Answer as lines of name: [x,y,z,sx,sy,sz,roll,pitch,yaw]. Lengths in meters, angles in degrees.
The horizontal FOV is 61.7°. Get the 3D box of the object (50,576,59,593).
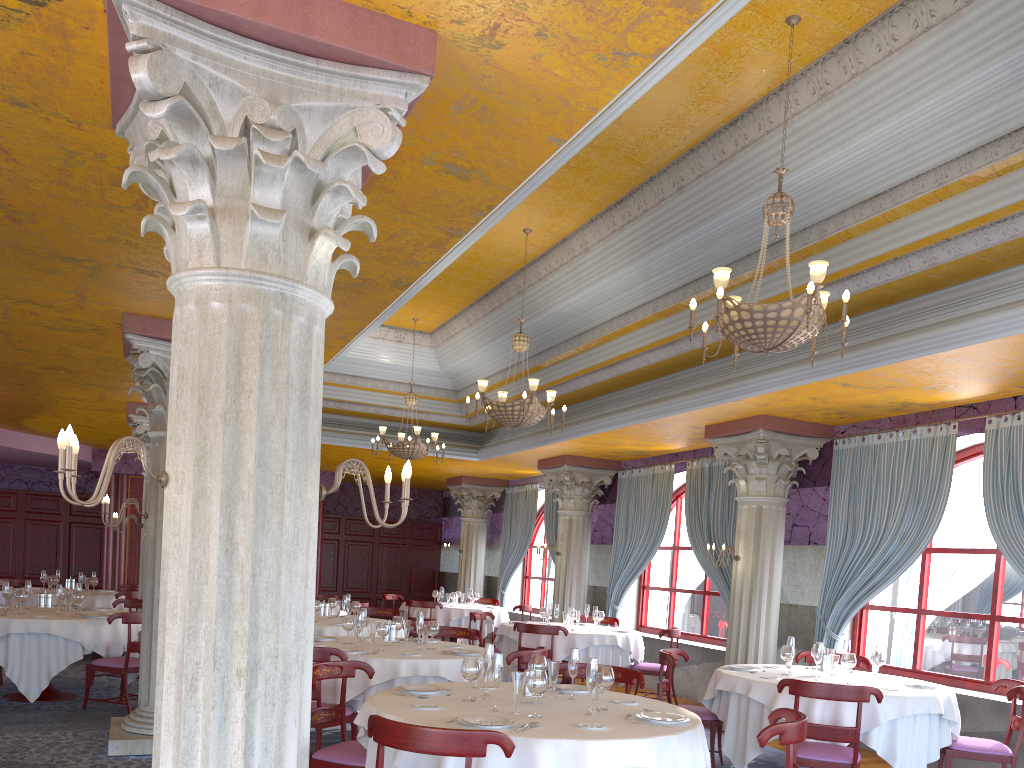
object: [-6.967,3.051,13.045,0.122,0.265,0.121,3,1,-10]

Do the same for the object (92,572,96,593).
object: [-6.714,3.179,13.745,0.074,0.337,0.073,4,3,13]

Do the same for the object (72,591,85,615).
object: [-4.834,2.436,9.544,0.122,0.265,0.121,3,1,-10]

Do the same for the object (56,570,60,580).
object: [-7.254,3.133,13.679,0.074,0.337,0.073,4,3,13]

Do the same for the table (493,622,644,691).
table: [0.809,3.946,12.184,2.096,0.953,2.110,7,-10,-22]

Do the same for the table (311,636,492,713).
table: [-1.185,2.962,8.105,2.096,0.953,2.110,7,-10,-22]

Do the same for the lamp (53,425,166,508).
lamp: [-1.503,0.328,3.207,0.386,0.274,0.340,8,-8,-36]

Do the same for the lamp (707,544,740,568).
lamp: [2.509,2.049,10.197,0.386,0.274,0.340,8,-8,-36]

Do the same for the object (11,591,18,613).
object: [-5.348,2.349,9.215,0.086,0.238,0.085,2,2,-44]

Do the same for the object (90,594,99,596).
object: [-6.332,3.208,13.018,0.231,0.013,0.028,-1,-10,21]

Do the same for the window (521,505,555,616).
window: [1.061,3.448,17.287,0.161,2.545,3.588,2,-6,-24]

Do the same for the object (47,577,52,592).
object: [-7.070,3.070,13.104,0.086,0.238,0.085,2,2,-44]

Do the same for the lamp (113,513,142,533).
lamp: [-5.336,1.934,11.864,0.386,0.274,0.340,8,-8,-36]

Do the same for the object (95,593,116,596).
object: [-6.246,3.241,13.181,0.316,0.024,0.316,9,-13,-23]

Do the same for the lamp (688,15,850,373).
lamp: [1.713,-1.253,5.472,0.954,2.187,0.961,4,1,21]

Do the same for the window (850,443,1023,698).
window: [4.905,1.837,8.605,0.161,2.545,3.588,2,-6,-24]

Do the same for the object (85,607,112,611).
object: [-4.967,2.703,10.279,0.316,0.024,0.316,9,-13,-23]

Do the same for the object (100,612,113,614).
object: [-4.665,2.643,9.874,0.159,0.009,0.161,4,-12,-4]

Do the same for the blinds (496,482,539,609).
blinds: [0.068,3.845,17.923,0.245,3.538,1.693,2,1,-22]

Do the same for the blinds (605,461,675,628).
blinds: [1.966,3.050,13.639,0.245,3.538,1.693,2,1,-22]

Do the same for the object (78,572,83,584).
object: [-6.650,3.068,13.205,0.074,0.337,0.073,4,3,13]

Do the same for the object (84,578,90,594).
object: [-6.614,3.146,13.331,0.086,0.238,0.085,3,1,1]

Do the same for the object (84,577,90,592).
object: [-6.840,3.229,13.786,0.085,0.238,0.086,4,2,24]

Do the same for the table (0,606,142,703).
table: [-5.270,3.034,9.593,2.096,0.953,2.110,7,-10,-22]

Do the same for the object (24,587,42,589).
object: [-7.676,3.271,13.721,0.316,0.024,0.316,9,-13,-23]

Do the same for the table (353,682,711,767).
table: [0.111,2.419,5.177,2.096,0.953,2.110,7,-10,-22]

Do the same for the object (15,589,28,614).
object: [-5.245,2.330,9.157,0.122,0.265,0.121,3,1,-10]

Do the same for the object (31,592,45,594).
object: [-7.026,3.094,12.693,0.054,0.020,0.262,-1,-13,25]

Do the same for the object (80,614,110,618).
object: [-4.524,2.520,9.292,0.316,0.024,0.316,9,-13,-23]

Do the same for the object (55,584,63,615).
object: [-4.928,2.347,9.317,0.074,0.337,0.073,4,3,13]

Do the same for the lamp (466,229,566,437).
lamp: [0.097,-0.576,9.122,0.954,2.187,0.961,4,1,21]

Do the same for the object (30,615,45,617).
object: [-4.966,2.433,8.967,0.158,0.009,0.162,-5,-15,35]

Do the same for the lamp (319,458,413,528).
lamp: [-0.589,0.445,3.501,0.386,0.274,0.340,8,-8,-36]

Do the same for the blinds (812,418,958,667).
blinds: [3.907,2.237,9.255,0.245,3.538,1.693,2,1,-22]

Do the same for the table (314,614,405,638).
table: [-2.421,3.480,10.895,2.096,0.953,2.110,7,-10,-22]

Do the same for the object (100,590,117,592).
object: [-6.689,3.424,14.167,0.316,0.024,0.316,9,-13,-23]

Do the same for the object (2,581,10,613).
object: [-5.468,2.301,9.251,0.074,0.337,0.073,4,3,13]

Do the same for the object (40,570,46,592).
object: [-7.189,3.022,13.139,0.074,0.337,0.073,4,3,13]

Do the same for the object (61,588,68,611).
object: [-5.219,2.500,9.954,0.122,0.265,0.121,3,1,-10]

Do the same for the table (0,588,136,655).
table: [-6.992,3.755,13.481,2.096,0.953,2.110,7,-10,-22]

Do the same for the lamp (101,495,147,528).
lamp: [-3.427,1.134,7.551,0.386,0.274,0.340,8,-8,-36]

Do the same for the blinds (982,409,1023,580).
blinds: [4.718,1.897,7.423,0.245,3.538,1.692,2,1,-25]

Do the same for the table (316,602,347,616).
table: [-3.761,4.041,13.921,2.096,0.953,2.110,7,-10,-22]

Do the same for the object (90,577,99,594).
object: [-6.555,3.158,13.432,0.123,0.265,0.121,3,1,-32]

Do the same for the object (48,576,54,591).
object: [-7.295,3.153,13.558,0.086,0.238,0.085,2,2,-44]

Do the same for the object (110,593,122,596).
object: [-6.204,3.290,13.388,0.256,0.020,0.056,-2,-12,25]

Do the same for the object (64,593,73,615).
object: [-4.892,2.425,9.443,0.086,0.238,0.085,3,1,1]

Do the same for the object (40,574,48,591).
object: [-7.353,3.115,13.456,0.122,0.265,0.121,3,1,-10]

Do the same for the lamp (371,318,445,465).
lamp: [-1.493,0.090,12.712,0.954,2.187,0.961,4,1,21]

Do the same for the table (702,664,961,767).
table: [2.811,3.107,7.662,2.096,0.953,2.110,7,-10,-22]

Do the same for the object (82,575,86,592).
object: [-6.941,3.222,13.843,0.122,0.265,0.121,3,1,-10]

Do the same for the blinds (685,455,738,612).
blinds: [2.777,2.710,11.807,0.245,3.538,1.692,2,1,-25]

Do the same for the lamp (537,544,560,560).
lamp: [0.600,2.849,14.509,0.386,0.274,0.340,8,-8,-36]

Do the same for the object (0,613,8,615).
object: [-5.304,2.373,8.805,0.054,0.020,0.262,-1,-13,25]

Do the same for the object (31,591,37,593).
object: [-7.233,3.088,12.735,0.316,0.024,0.316,9,-13,-23]

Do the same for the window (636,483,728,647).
window: [2.982,2.643,12.948,0.161,2.545,3.588,2,-6,-24]

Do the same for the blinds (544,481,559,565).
blinds: [0.880,3.505,16.091,0.245,3.538,1.692,2,1,-25]

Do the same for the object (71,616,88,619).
object: [-4.611,2.486,9.130,0.231,0.013,0.028,-1,-10,21]

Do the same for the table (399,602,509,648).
table: [-1.124,4.755,16.548,2.096,0.953,2.110,7,-10,-22]
